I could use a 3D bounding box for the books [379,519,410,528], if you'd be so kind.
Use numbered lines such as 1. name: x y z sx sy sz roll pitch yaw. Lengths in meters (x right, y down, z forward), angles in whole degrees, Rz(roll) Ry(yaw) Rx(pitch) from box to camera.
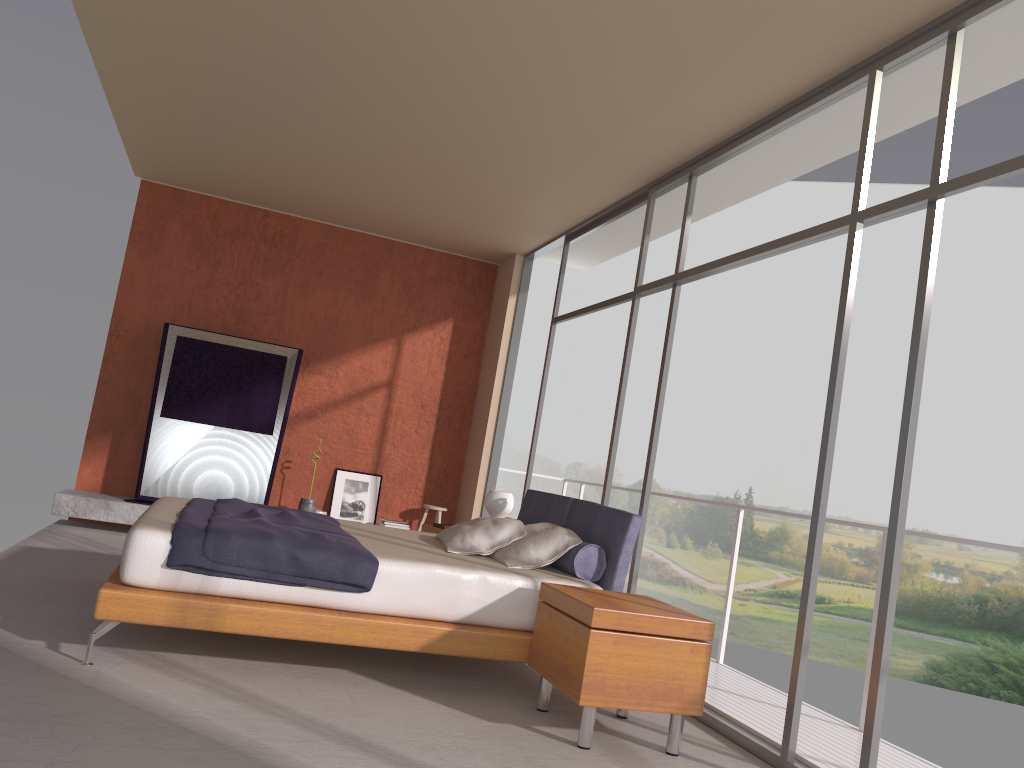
1. books: -1.110 1.309 8.351 0.247 0.025 0.287 11 -6 -17

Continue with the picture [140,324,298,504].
1. picture: -2.598 0.313 7.862 1.129 1.496 0.126 11 -6 -17

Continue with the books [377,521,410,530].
1. books: -1.113 1.339 8.342 0.247 0.038 0.319 12 -6 -20

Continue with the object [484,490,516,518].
1. object: -0.101 0.935 6.329 0.224 0.338 0.224 10 -6 -6

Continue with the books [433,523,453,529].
1. books: -0.405 1.067 6.534 0.247 0.025 0.287 14 -7 -36

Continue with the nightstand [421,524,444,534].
1. nightstand: -0.360 1.359 6.416 0.562 0.556 0.628 11 -6 -17

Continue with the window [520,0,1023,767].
1. window: 1.138 0.130 4.704 0.075 3.133 6.106 11 -6 -17

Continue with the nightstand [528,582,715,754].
1. nightstand: 0.450 1.236 3.906 0.562 0.556 0.628 11 -6 -17

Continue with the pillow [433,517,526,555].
1. pillow: -0.199 0.883 5.197 0.431 0.264 0.869 10 -6 -9

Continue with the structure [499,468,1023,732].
1. structure: 1.293 1.179 4.907 0.728 1.005 7.689 11 -6 -17

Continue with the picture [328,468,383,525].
1. picture: -1.513 1.121 8.553 0.458 0.550 0.117 11 -6 -17

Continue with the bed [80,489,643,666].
1. bed: -0.813 0.933 4.921 2.462 0.959 2.017 11 -6 -17

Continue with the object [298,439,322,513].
1. object: -1.841 0.898 8.172 0.165 0.810 0.165 9 -6 6

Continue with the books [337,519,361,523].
1. books: -1.498 1.294 8.247 0.247 0.018 0.328 12 -6 -20

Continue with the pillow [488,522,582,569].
1. pillow: 0.085 0.891 4.912 0.400 0.265 0.791 11 -6 -14

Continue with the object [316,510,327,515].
1. object: -1.841 1.257 8.334 0.179 0.137 0.180 10 -6 -5

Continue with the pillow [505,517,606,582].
1. pillow: 0.189 0.951 5.229 0.205 0.201 1.470 11 -6 -17

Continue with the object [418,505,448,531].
1. object: -0.759 1.363 8.602 0.260 0.349 0.257 4 -8 42
